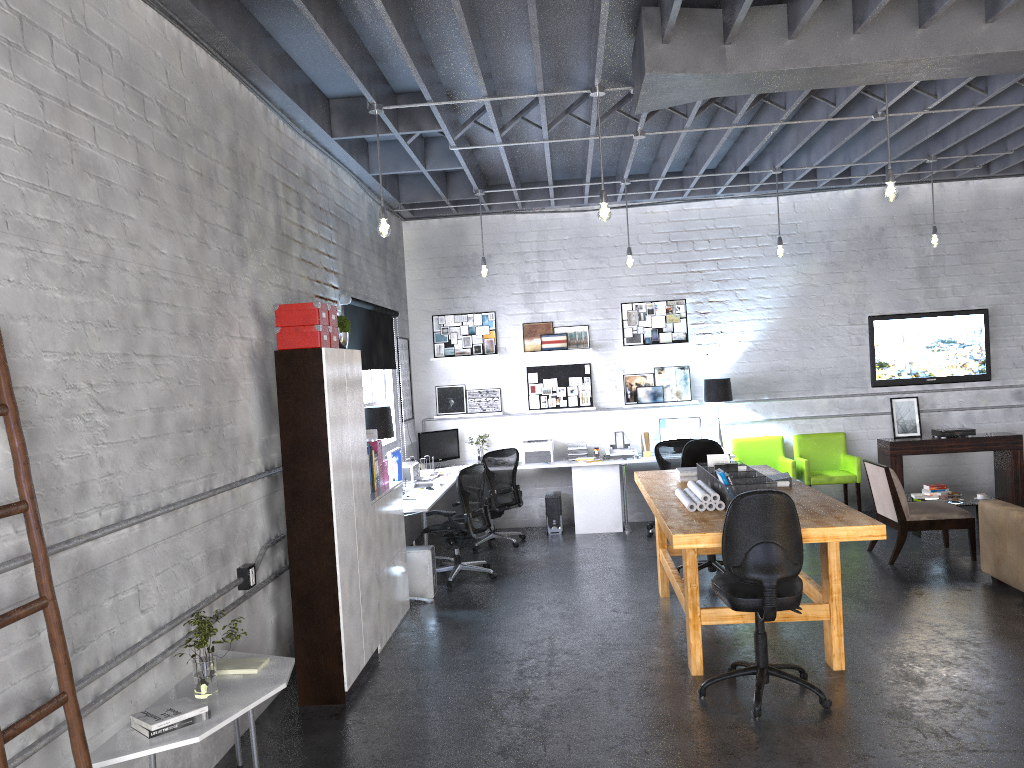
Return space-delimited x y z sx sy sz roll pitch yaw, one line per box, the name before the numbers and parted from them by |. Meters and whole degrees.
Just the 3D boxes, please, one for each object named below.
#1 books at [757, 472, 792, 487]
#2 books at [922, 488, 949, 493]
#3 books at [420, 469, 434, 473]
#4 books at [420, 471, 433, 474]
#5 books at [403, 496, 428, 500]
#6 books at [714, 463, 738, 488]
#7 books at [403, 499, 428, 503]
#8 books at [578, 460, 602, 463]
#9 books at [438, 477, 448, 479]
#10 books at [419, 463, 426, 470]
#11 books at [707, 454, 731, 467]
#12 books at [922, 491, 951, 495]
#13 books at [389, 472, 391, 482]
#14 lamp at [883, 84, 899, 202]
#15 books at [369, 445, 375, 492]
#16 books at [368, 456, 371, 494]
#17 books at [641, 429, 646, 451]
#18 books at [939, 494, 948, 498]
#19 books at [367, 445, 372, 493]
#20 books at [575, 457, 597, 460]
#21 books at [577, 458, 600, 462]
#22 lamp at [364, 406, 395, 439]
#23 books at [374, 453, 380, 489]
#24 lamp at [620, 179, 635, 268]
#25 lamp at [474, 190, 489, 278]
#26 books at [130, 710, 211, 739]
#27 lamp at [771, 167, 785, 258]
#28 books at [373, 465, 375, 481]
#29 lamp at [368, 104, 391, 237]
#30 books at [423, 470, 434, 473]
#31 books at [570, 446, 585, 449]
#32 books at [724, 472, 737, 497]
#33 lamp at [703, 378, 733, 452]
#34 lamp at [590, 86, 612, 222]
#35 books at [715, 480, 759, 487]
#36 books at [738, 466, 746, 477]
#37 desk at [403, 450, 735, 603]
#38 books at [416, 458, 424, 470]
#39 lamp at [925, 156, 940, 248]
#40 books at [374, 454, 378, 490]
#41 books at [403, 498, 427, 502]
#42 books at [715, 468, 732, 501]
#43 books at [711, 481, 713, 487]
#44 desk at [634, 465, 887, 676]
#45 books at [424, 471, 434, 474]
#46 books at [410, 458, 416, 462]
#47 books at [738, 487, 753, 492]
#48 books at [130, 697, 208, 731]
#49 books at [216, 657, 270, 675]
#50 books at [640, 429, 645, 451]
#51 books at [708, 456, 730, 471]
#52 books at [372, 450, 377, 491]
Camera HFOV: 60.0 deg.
books | 1.865 0.684 6.344 0.244 0.067 0.298 -3 1 13
books | 4.325 1.082 9.065 0.208 0.024 0.144 -4 1 -11
books | -0.986 0.922 9.362 0.297 0.006 0.210 -3 1 4
books | -0.984 0.933 9.357 0.297 0.006 0.210 -3 1 6
books | -0.851 0.973 7.569 0.212 0.010 0.170 -3 1 30
books | 1.449 0.640 6.000 0.158 0.214 0.063 -3 2 4
books | -0.852 0.996 7.563 0.213 0.012 0.158 -3 1 29
books | 0.864 0.853 9.835 0.211 0.014 0.148 -4 1 -32
books | -0.698 0.965 9.066 0.112 0.002 0.065 -4 1 -19
books | -0.978 0.907 9.682 0.037 0.076 0.102 -3 1 19
books | 1.537 0.626 6.564 0.171 0.210 0.046 -3 2 4
books | 4.337 1.107 9.061 0.161 0.026 0.223 -4 1 -27
books | -1.132 0.890 7.673 0.177 0.246 0.026 -3 2 4
lamp | 2.437 -1.624 5.745 0.104 0.878 0.104 -3 2 4
books | -1.116 0.627 6.509 0.197 0.339 0.065 -3 2 4
books | -1.113 0.656 6.373 0.174 0.286 0.044 -3 2 4
books | 1.499 0.667 10.075 0.043 0.296 0.210 -3 2 4
books | 4.312 1.136 9.069 0.223 0.032 0.161 -4 1 -16
books | -1.116 0.625 6.448 0.176 0.346 0.052 -3 2 4
books | 0.819 0.828 9.822 0.211 0.014 0.148 -3 1 19
books | 0.846 0.840 9.824 0.211 0.014 0.148 -4 1 -21
lamp | -1.124 0.605 7.322 0.333 0.832 0.333 -5 2 -35
books | -1.120 0.660 6.697 0.220 0.271 0.082 -3 2 4
lamp | 1.156 -1.600 8.864 0.104 0.878 0.104 -3 2 4
lamp | -0.303 -1.514 8.963 0.104 0.878 0.104 -3 2 4
books | -1.364 1.339 3.545 0.250 0.031 0.185 -4 1 -44
lamp | 2.633 -1.687 8.765 0.104 0.878 0.104 -3 2 4
books | -1.100 0.662 6.557 0.161 0.266 0.026 -3 2 4
lamp | -0.887 -1.428 5.969 0.104 0.878 0.104 -3 2 4
books | -0.986 0.927 9.357 0.297 0.006 0.210 -3 1 3
books | 0.746 0.723 10.154 0.134 0.008 0.203 -4 1 -13
books | 1.366 0.655 5.493 0.097 0.209 0.157 -3 2 4
lamp | 2.327 0.352 9.981 0.333 0.832 0.333 -5 2 -35
lamp | 0.590 -1.515 5.870 0.104 0.878 0.104 -3 2 4
books | 1.474 0.659 5.820 0.232 0.027 0.185 -4 1 -24
books | 1.520 0.649 6.026 0.143 0.188 0.061 -3 2 4
desk | 0.586 1.289 8.708 3.575 0.786 3.297 -3 1 4
books | -1.003 0.878 9.679 0.017 0.121 0.183 -3 1 19
lamp | 4.116 -1.775 8.665 0.104 0.878 0.104 -5 3 -42
books | -1.123 0.664 6.637 0.219 0.267 0.060 -3 2 9
books | -0.855 0.984 7.565 0.209 0.012 0.158 -3 1 27
books | 1.333 0.645 5.509 0.108 0.234 0.166 -3 2 4
books | 1.501 0.689 6.164 0.248 0.021 0.176 -3 1 3
desk | 1.533 1.205 6.129 1.115 0.927 2.830 -3 1 4
books | -0.985 0.938 9.357 0.297 0.006 0.210 -3 1 4
books | -1.067 0.872 9.715 0.052 0.109 0.133 -3 1 19
books | 1.486 0.683 5.824 0.250 0.022 0.205 -3 1 9
books | -1.366 1.312 3.534 0.185 0.022 0.234 -3 1 42
books | -1.291 1.329 4.180 0.248 0.021 0.176 -3 1 3
books | 1.491 0.668 10.072 0.036 0.296 0.210 -3 2 4
books | 1.532 0.633 6.534 0.158 0.200 0.082 -3 2 4
books | -1.096 0.645 6.582 0.159 0.299 0.026 -3 2 4
